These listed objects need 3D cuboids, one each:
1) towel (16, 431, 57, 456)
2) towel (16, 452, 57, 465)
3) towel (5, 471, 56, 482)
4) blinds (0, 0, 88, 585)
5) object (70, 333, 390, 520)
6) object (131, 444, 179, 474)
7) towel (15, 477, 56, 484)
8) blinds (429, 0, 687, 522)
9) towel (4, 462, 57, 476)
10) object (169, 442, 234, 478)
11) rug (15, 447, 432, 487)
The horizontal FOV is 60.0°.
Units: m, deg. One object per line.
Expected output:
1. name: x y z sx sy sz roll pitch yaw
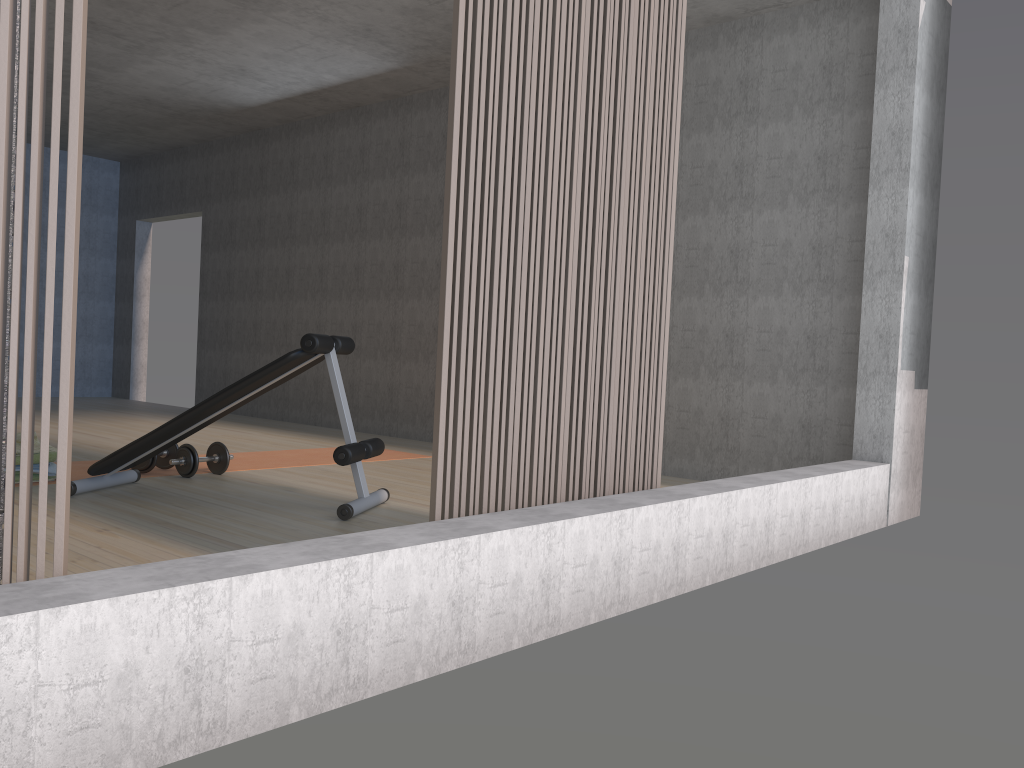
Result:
1. towel: -2.357 0.288 4.160 0.373 0.123 0.384 4 2 25
2. towel: -2.360 0.343 4.134 0.376 0.085 0.371 1 2 -44
3. towel: -2.358 0.404 4.184 0.367 0.081 0.380 4 2 39
4. blinds: -1.122 -0.777 1.175 0.069 2.744 1.133 4 2 41
5. object: -1.228 0.138 3.906 1.312 0.746 0.505 3 2 10
6. object: -1.867 0.368 4.620 0.176 0.176 0.385 3 2 12
7. towel: -2.378 0.426 4.175 0.371 0.044 0.376 4 2 40
8. blinds: 0.208 -0.755 2.714 0.069 2.744 1.133 4 2 41
9. towel: -2.353 0.379 4.159 0.383 0.078 0.383 2 2 -32
10. object: -1.602 0.391 4.593 0.176 0.176 0.385 4 2 32
11. rug: -1.706 0.454 5.147 0.716 0.002 2.779 4 2 41
